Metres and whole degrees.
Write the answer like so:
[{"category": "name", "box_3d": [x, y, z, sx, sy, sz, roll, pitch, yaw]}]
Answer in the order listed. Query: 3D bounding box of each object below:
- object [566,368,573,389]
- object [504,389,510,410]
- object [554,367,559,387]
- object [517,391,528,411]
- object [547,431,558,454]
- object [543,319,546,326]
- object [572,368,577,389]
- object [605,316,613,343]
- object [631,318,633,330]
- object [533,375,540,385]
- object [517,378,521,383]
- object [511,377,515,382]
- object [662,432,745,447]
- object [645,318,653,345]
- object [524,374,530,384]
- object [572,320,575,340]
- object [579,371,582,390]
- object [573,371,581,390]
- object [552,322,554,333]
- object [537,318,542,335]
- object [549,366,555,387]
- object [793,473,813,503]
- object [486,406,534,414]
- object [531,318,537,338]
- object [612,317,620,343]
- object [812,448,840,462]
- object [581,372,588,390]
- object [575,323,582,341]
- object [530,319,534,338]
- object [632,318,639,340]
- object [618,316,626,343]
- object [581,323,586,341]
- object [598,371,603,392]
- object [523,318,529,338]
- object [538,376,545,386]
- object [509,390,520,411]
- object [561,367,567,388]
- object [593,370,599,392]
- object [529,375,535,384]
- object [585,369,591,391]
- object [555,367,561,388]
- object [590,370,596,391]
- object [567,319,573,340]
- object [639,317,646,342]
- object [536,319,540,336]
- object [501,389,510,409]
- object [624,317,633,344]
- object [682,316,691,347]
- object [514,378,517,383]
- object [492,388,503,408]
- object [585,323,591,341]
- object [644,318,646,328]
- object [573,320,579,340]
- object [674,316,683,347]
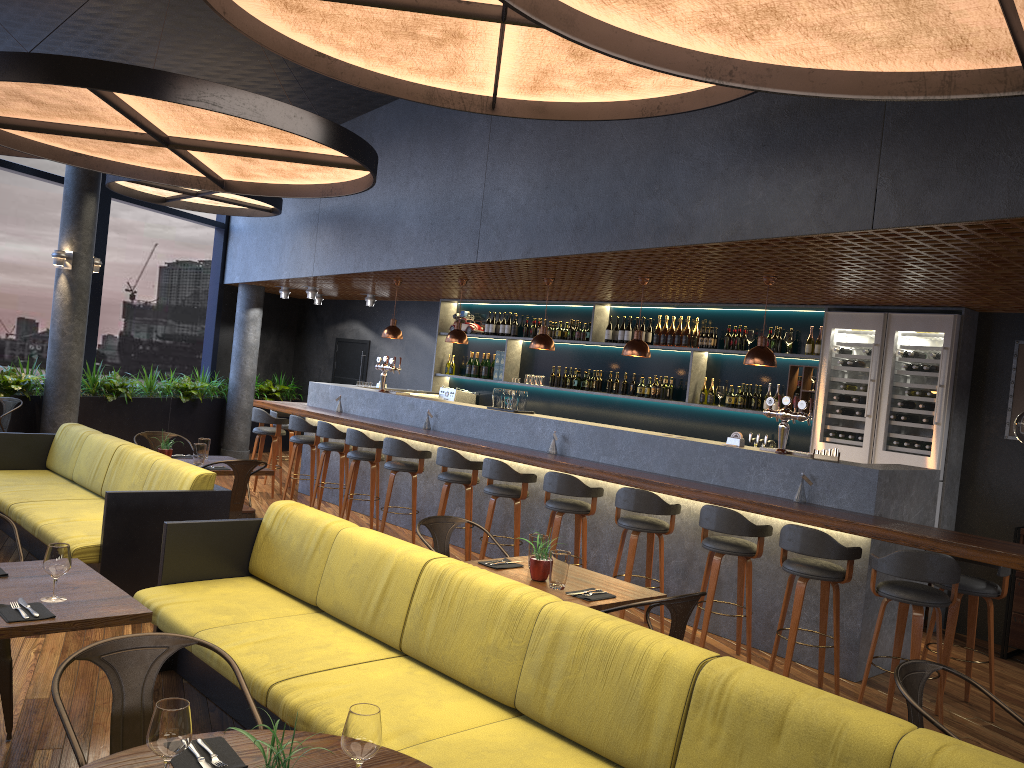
[{"category": "object", "box_3d": [0.701, -0.069, 10.712, 0.063, 0.254, 0.063, 6, 1, -15]}, {"category": "object", "box_3d": [-0.029, 0.161, 8.725, 0.105, 0.209, 0.105, 6, 1, -8]}, {"category": "object", "box_3d": [0.563, -0.087, 10.922, 0.063, 0.254, 0.063, 7, 1, 39]}, {"category": "object", "box_3d": [0.098, 0.175, 8.679, 0.105, 0.209, 0.105, 6, 1, -8]}, {"category": "object", "box_3d": [0.376, 0.519, 7.874, 0.114, 0.203, 0.069, 7, 1, 36]}, {"category": "object", "box_3d": [0.407, -0.688, 11.139, 0.063, 0.254, 0.063, 6, 1, -5]}, {"category": "object", "box_3d": [0.764, -0.064, 10.775, 0.063, 0.254, 0.063, 6, 1, 19]}, {"category": "object", "box_3d": [1.124, -0.629, 10.218, 0.085, 0.310, 0.086, 6, 1, -15]}, {"category": "object", "box_3d": [1.344, -0.605, 10.124, 0.085, 0.310, 0.086, 6, 1, -2]}, {"category": "object", "box_3d": [0.314, -0.048, 11.101, 0.084, 0.119, 0.084, 6, 1, 2]}, {"category": "object", "box_3d": [0.093, -0.044, 11.312, 0.042, 0.059, 0.042, 6, 1, 9]}, {"category": "object", "box_3d": [0.013, -0.054, 11.398, 0.042, 0.059, 0.042, 6, 1, 9]}, {"category": "object", "box_3d": [1.473, 0.393, 7.015, 0.200, 0.106, 0.766, 5, 1, -43]}, {"category": "object", "box_3d": [1.538, -0.582, 9.914, 0.085, 0.310, 0.086, 6, 1, -2]}, {"category": "object", "box_3d": [0.198, -0.062, 11.226, 0.084, 0.119, 0.084, 6, 1, 2]}, {"category": "object", "box_3d": [0.742, -0.648, 10.807, 0.063, 0.254, 0.063, 5, 1, -35]}, {"category": "object", "box_3d": [0.796, -0.044, 10.686, 0.088, 0.224, 0.088, 6, 1, 12]}, {"category": "object", "box_3d": [0.777, -0.044, 10.574, 0.088, 0.224, 0.088, 6, 1, -28]}, {"category": "object", "box_3d": [0.502, -0.658, 11.028, 0.068, 0.217, 0.068, 5, 1, -38]}, {"category": "object", "box_3d": [0.350, -0.692, 11.039, 0.063, 0.254, 0.063, 6, 1, -25]}, {"category": "object", "box_3d": [0.499, -0.092, 10.848, 0.063, 0.254, 0.063, 6, 1, 19]}, {"category": "object", "box_3d": [2.003, 0.713, 6.110, 0.114, 0.203, 0.069, 6, 1, -8]}, {"category": "object", "box_3d": [-0.016, 0.258, 8.742, 0.273, 0.019, 0.437, 5, 1, -43]}, {"category": "object", "box_3d": [0.280, -0.701, 11.143, 0.063, 0.254, 0.063, 6, 1, 19]}, {"category": "object", "box_3d": [1.213, -0.620, 10.261, 0.085, 0.310, 0.086, 6, 1, -28]}, {"category": "object", "box_3d": [2.198, 0.487, 6.194, 0.177, 0.091, 0.091, 6, 1, 22]}, {"category": "object", "box_3d": [0.879, -0.034, 10.630, 0.088, 0.224, 0.088, 6, 1, 22]}, {"category": "object", "box_3d": [0.793, -0.621, 10.534, 0.068, 0.217, 0.068, 6, 1, 32]}, {"category": "object", "box_3d": [0.268, -0.704, 11.272, 0.063, 0.254, 0.063, 6, 1, 24]}, {"category": "object", "box_3d": [1.408, -0.597, 10.051, 0.085, 0.310, 0.086, 6, 1, -32]}, {"category": "object", "box_3d": [1.259, -0.613, 10.077, 0.085, 0.310, 0.086, 6, 1, -9]}, {"category": "object", "box_3d": [0.866, -0.614, 10.592, 0.068, 0.217, 0.068, 5, 1, -38]}, {"category": "object", "box_3d": [1.033, -0.031, 10.414, 0.063, 0.254, 0.063, 6, 1, 19]}, {"category": "object", "box_3d": [0.182, -0.712, 11.208, 0.063, 0.254, 0.063, 6, 1, 29]}, {"category": "object", "box_3d": [0.373, -0.041, 11.037, 0.084, 0.119, 0.084, 6, 1, 2]}, {"category": "object", "box_3d": [0.019, 0.168, 8.596, 0.105, 0.209, 0.105, 6, 1, -8]}, {"category": "object", "box_3d": [0.646, -0.077, 10.832, 0.063, 0.254, 0.063, 6, 1, 4]}, {"category": "object", "box_3d": [0.988, -0.034, 10.342, 0.063, 0.254, 0.063, 6, 1, -1]}, {"category": "object", "box_3d": [0.256, -0.055, 11.164, 0.084, 0.119, 0.084, 6, 1, 2]}, {"category": "object", "box_3d": [0.901, -0.045, 10.447, 0.063, 0.254, 0.063, 6, 1, -25]}, {"category": "object", "box_3d": [0.566, -0.084, 10.774, 0.063, 0.254, 0.063, 7, 1, 34]}, {"category": "object", "box_3d": [0.965, -0.039, 10.496, 0.063, 0.254, 0.063, 6, 1, -10]}, {"category": "object", "box_3d": [0.708, -0.650, 10.677, 0.063, 0.254, 0.063, 6, 1, 5]}, {"category": "object", "box_3d": [1.452, -0.590, 9.867, 0.085, 0.310, 0.086, 6, 1, -9]}, {"category": "object", "box_3d": [0.333, -0.696, 11.207, 0.063, 0.254, 0.063, 6, 1, 19]}, {"category": "object", "box_3d": [-0.058, 0.156, 8.845, 0.105, 0.209, 0.105, 6, 1, -8]}, {"category": "object", "box_3d": [1.320, -0.606, 10.007, 0.085, 0.310, 0.086, 6, 1, -15]}, {"category": "object", "box_3d": [1.859, -0.552, 9.405, 0.084, 0.330, 0.084, 5, 1, -36]}, {"category": "object", "box_3d": [0.050, -0.049, 11.304, 0.042, 0.059, 0.042, 6, 1, 9]}, {"category": "object", "box_3d": [-0.145, 0.148, 8.780, 0.105, 0.209, 0.105, 6, 1, -8]}, {"category": "object", "box_3d": [0.913, -0.611, 10.445, 0.088, 0.224, 0.088, 6, 1, -28]}, {"category": "object", "box_3d": [1.475, -0.589, 9.985, 0.085, 0.310, 0.086, 6, 1, -15]}, {"category": "object", "box_3d": [0.781, -0.643, 10.728, 0.063, 0.254, 0.063, 6, 1, -15]}, {"category": "object", "box_3d": [1.792, -0.560, 9.474, 0.084, 0.330, 0.084, 5, 1, -36]}]
